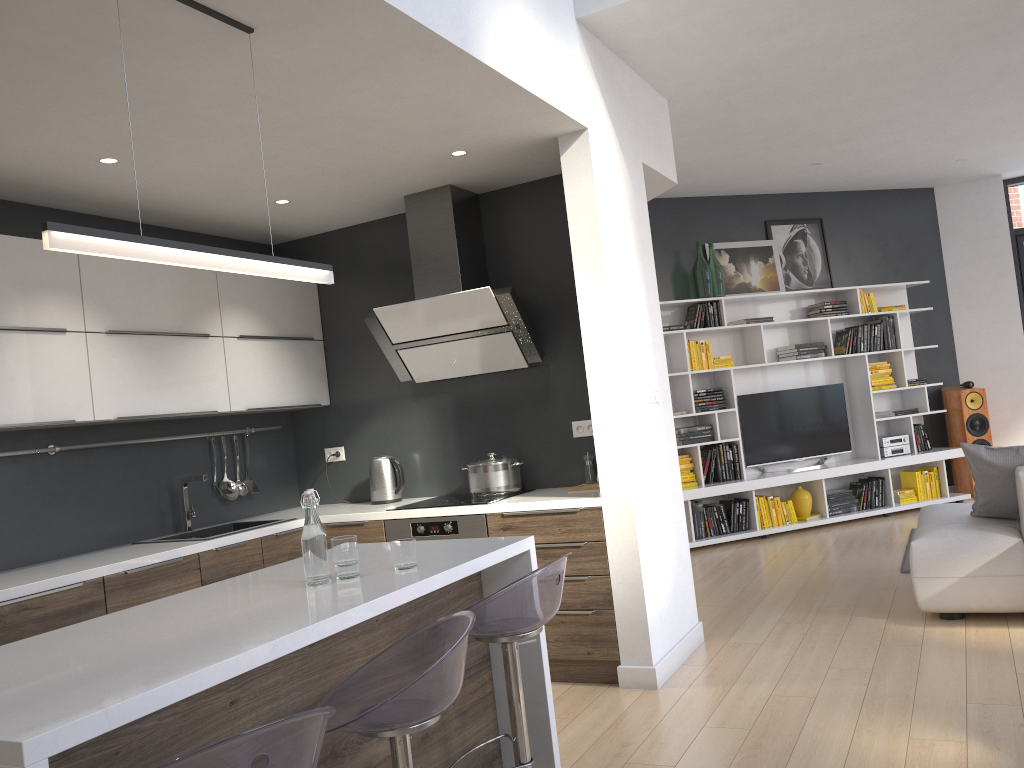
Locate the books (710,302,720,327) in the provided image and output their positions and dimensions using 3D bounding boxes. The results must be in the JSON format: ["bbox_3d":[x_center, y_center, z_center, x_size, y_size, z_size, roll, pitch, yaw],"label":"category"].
[{"bbox_3d":[1.714,-0.584,7.632,0.038,0.218,0.169,-6,-2,-18],"label":"books"}]

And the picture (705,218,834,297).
[{"bbox_3d":[2.333,-1.137,8.023,1.279,0.707,0.076,-6,-2,-18],"label":"picture"}]

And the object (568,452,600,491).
[{"bbox_3d":[0.455,0.362,4.495,0.330,0.316,0.221,-8,-2,27],"label":"object"}]

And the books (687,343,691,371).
[{"bbox_3d":[1.441,-0.230,7.517,0.029,0.270,0.204,-6,-2,-18],"label":"books"}]

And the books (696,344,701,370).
[{"bbox_3d":[1.550,-0.220,7.546,0.024,0.229,0.156,-6,-2,-18],"label":"books"}]

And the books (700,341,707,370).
[{"bbox_3d":[1.589,-0.236,7.577,0.035,0.250,0.185,-6,-2,-18],"label":"books"}]

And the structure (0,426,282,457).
[{"bbox_3d":[-2.097,0.300,4.067,0.050,0.045,3.000,-8,-2,27],"label":"structure"}]

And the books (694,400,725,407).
[{"bbox_3d":[1.649,0.168,7.571,0.266,0.030,0.209,-6,-2,-20],"label":"books"}]

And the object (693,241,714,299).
[{"bbox_3d":[1.630,-0.973,7.617,0.157,0.507,0.157,-6,-2,-5],"label":"object"}]

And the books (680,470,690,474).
[{"bbox_3d":[1.360,0.746,7.441,0.228,0.024,0.152,-6,-2,-14],"label":"books"}]

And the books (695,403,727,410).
[{"bbox_3d":[1.665,0.194,7.555,0.270,0.025,0.189,-6,-2,-19],"label":"books"}]

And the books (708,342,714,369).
[{"bbox_3d":[1.665,-0.236,7.603,0.024,0.234,0.172,-6,-2,-18],"label":"books"}]

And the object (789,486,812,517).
[{"bbox_3d":[2.495,1.010,7.658,0.185,0.257,0.185,-5,-3,-41],"label":"object"}]

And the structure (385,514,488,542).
[{"bbox_3d":[-0.240,0.948,4.610,0.587,0.588,0.584,-8,-2,27],"label":"structure"}]

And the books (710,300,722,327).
[{"bbox_3d":[1.742,-0.594,7.634,0.019,0.230,0.174,-6,-2,-18],"label":"books"}]

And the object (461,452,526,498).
[{"bbox_3d":[-0.094,0.475,4.719,0.288,0.223,0.315,-6,-2,-22],"label":"object"}]

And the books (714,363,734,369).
[{"bbox_3d":[1.783,-0.148,7.620,0.190,0.033,0.147,-6,-2,-18],"label":"books"}]

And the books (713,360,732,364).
[{"bbox_3d":[1.779,-0.185,7.605,0.169,0.018,0.113,-6,-2,-17],"label":"books"}]

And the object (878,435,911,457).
[{"bbox_3d":[3.419,0.566,8.082,0.285,0.174,0.270,-6,-2,-18],"label":"object"}]

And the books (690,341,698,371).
[{"bbox_3d":[1.496,-0.229,7.549,0.044,0.255,0.198,-6,-2,-18],"label":"books"}]

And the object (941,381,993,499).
[{"bbox_3d":[4.257,0.519,8.311,0.290,1.088,0.434,-7,-2,-3],"label":"object"}]

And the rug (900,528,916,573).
[{"bbox_3d":[3.818,1.023,5.759,2.326,0.016,1.662,-8,-2,27],"label":"rug"}]

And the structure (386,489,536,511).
[{"bbox_3d":[-0.259,0.607,4.663,0.600,0.006,0.550,-8,-2,27],"label":"structure"}]

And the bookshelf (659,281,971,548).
[{"bbox_3d":[2.536,0.216,7.773,3.000,2.052,0.455,-6,-2,-18],"label":"bookshelf"}]

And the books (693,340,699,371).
[{"bbox_3d":[1.524,-0.234,7.561,0.015,0.263,0.199,-6,-2,-18],"label":"books"}]

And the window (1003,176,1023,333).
[{"bbox_3d":[5.850,-0.931,8.329,1.960,2.402,0.170,-8,-2,27],"label":"window"}]

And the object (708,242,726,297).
[{"bbox_3d":[1.760,-0.984,7.720,0.157,0.507,0.157,-6,-2,-5],"label":"object"}]

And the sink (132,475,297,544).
[{"bbox_3d":[-1.502,0.717,4.511,0.512,0.518,0.626,-8,-2,27],"label":"sink"}]

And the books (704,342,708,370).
[{"bbox_3d":[1.617,-0.233,7.588,0.023,0.239,0.169,-6,-2,-18],"label":"books"}]

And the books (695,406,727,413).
[{"bbox_3d":[1.668,0.219,7.552,0.263,0.026,0.189,-6,-2,-20],"label":"books"}]

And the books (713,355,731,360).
[{"bbox_3d":[1.769,-0.219,7.634,0.186,0.026,0.138,-6,-2,-18],"label":"books"}]

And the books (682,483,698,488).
[{"bbox_3d":[1.389,0.853,7.435,0.270,0.029,0.204,-6,-2,-13],"label":"books"}]

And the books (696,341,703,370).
[{"bbox_3d":[1.563,-0.233,7.570,0.019,0.251,0.180,-6,-2,-18],"label":"books"}]

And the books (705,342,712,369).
[{"bbox_3d":[1.641,-0.233,7.592,0.024,0.234,0.172,-6,-2,-18],"label":"books"}]

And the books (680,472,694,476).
[{"bbox_3d":[1.365,0.765,7.464,0.263,0.015,0.198,-6,-2,-15],"label":"books"}]

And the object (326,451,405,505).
[{"bbox_3d":[-0.854,0.537,5.154,0.590,0.318,0.179,-8,-2,34],"label":"object"}]

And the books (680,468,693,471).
[{"bbox_3d":[1.364,0.725,7.463,0.251,0.019,0.180,-6,-2,-18],"label":"books"}]

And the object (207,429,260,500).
[{"bbox_3d":[-1.581,0.456,5.019,0.069,0.389,0.320,-8,-2,28],"label":"object"}]

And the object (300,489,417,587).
[{"bbox_3d":[-0.447,0.426,2.586,0.323,0.267,0.148,-6,-2,-8],"label":"object"}]

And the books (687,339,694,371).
[{"bbox_3d":[1.464,-0.233,7.534,0.025,0.270,0.213,-6,-2,-18],"label":"books"}]

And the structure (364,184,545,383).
[{"bbox_3d":[-0.348,-0.540,4.778,0.898,0.998,0.407,-8,-2,27],"label":"structure"}]

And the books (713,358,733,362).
[{"bbox_3d":[1.779,-0.200,7.622,0.187,0.014,0.134,-6,-2,-18],"label":"books"}]

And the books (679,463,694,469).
[{"bbox_3d":[1.372,0.697,7.466,0.250,0.035,0.185,-6,-2,-15],"label":"books"}]

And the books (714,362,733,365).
[{"bbox_3d":[1.780,-0.171,7.625,0.196,0.011,0.148,-6,-2,-18],"label":"books"}]

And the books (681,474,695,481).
[{"bbox_3d":[1.375,0.793,7.450,0.255,0.044,0.198,-6,-2,-18],"label":"books"}]

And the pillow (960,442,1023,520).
[{"bbox_3d":[3.799,0.340,4.373,2.953,0.453,0.647,-7,-2,15],"label":"pillow"}]

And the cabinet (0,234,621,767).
[{"bbox_3d":[-1.366,0.275,2.913,2.402,2.501,4.694,-8,-2,27],"label":"cabinet"}]
